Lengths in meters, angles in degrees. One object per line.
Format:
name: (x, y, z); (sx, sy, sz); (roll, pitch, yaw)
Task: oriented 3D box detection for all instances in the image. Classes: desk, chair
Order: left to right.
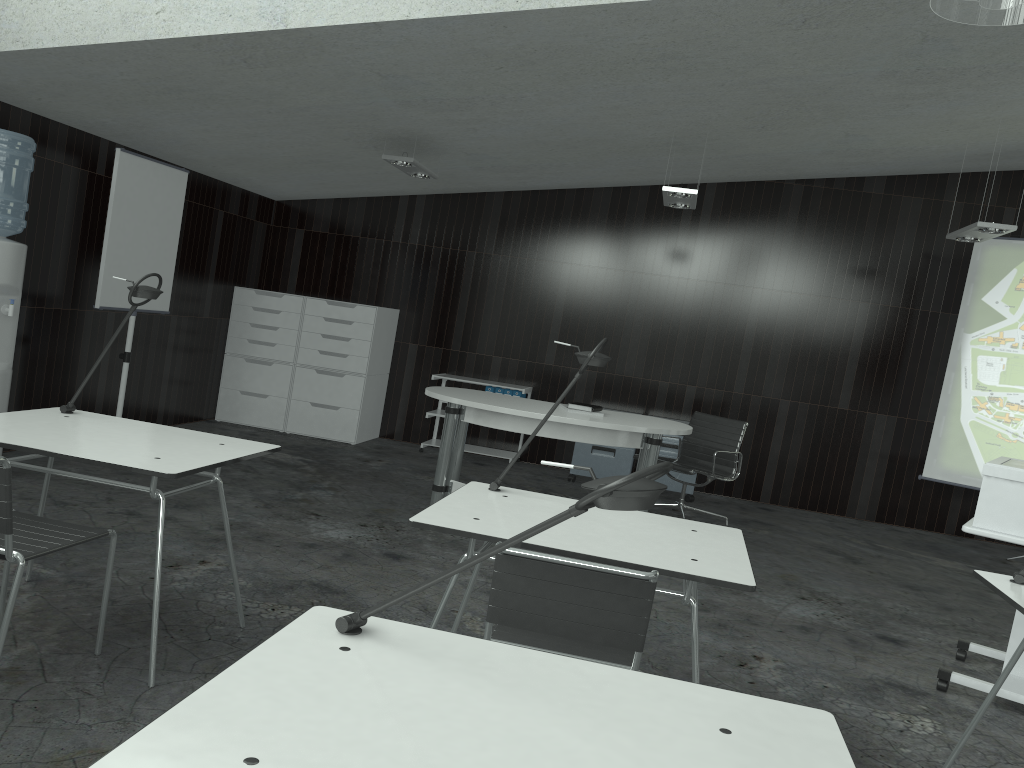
chair: (-1.454, 0.534, 2.492); (0.428, 0.765, 0.555); (10, 4, 11)
desk: (-1.320, 0.245, 2.883); (0.900, 1.321, 0.700); (10, 4, 10)
desk: (-0.003, 0.672, 1.182); (0.900, 1.153, 0.700); (10, 4, 10)
desk: (0.199, 0.562, 5.200); (1.600, 0.818, 0.910); (9, 4, 5)
chair: (0.128, 0.801, 2.289); (0.428, 0.765, 0.555); (10, 4, 9)
desk: (0.220, 0.513, 2.578); (0.900, 1.321, 0.700); (10, 4, 11)
chair: (1.218, 0.645, 6.164); (0.587, 0.825, 0.560); (5, 6, -41)
desk: (1.776, 0.782, 2.311); (0.900, 1.321, 0.700); (10, 4, 10)

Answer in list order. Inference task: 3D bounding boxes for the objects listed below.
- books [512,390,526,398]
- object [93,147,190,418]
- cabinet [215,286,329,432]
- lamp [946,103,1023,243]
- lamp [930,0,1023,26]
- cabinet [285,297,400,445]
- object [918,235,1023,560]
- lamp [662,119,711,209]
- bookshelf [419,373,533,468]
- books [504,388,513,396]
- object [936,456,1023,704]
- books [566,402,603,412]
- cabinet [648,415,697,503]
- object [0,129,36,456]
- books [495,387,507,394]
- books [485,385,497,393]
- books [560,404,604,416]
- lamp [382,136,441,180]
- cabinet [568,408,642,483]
books: (0.043, 0.218, 7.531); (0.072, 0.320, 0.262); (10, 4, 10)
object: (-2.416, -0.535, 5.642); (0.560, 2.091, 0.553); (7, 5, -27)
cabinet: (-2.091, -0.245, 7.810); (0.639, 1.292, 0.587); (10, 4, 10)
lamp: (3.073, -2.751, 5.167); (0.212, 3.595, 0.600); (10, 4, 10)
lamp: (1.502, -2.284, 2.310); (0.350, 2.307, 0.359); (10, 4, 10)
cabinet: (-1.463, -0.137, 7.698); (0.639, 1.292, 0.587); (10, 4, 10)
object: (3.928, 0.196, 5.876); (2.051, 2.602, 0.673); (12, 5, 34)
lamp: (1.340, -3.050, 5.476); (0.212, 3.595, 0.600); (10, 4, 10)
bookshelf: (-0.303, 0.336, 7.593); (0.817, 0.739, 0.403); (10, 4, 10)
books: (-0.030, 0.206, 7.544); (0.072, 0.320, 0.262); (10, 4, 10)
object: (2.137, 0.585, 3.503); (0.559, 1.639, 0.680); (12, 5, 34)
books: (0.425, 0.150, 5.174); (0.164, 0.032, 0.183); (11, 5, 23)
cabinet: (1.279, 0.665, 7.222); (0.502, 0.648, 0.598); (10, 4, 9)
object: (-2.738, -0.434, 4.506); (0.436, 1.967, 0.436); (9, 4, 0)
books: (-0.103, 0.193, 7.557); (0.072, 0.320, 0.262); (10, 4, 10)
books: (-0.186, 0.179, 7.572); (0.072, 0.320, 0.262); (10, 4, 10)
books: (0.406, 0.169, 5.219); (0.210, 0.021, 0.297); (9, 4, -7)
lamp: (-0.393, -3.350, 5.785); (0.212, 3.595, 0.600); (10, 4, 10)
cabinet: (0.780, 0.579, 7.311); (0.502, 0.648, 0.598); (10, 4, 9)
